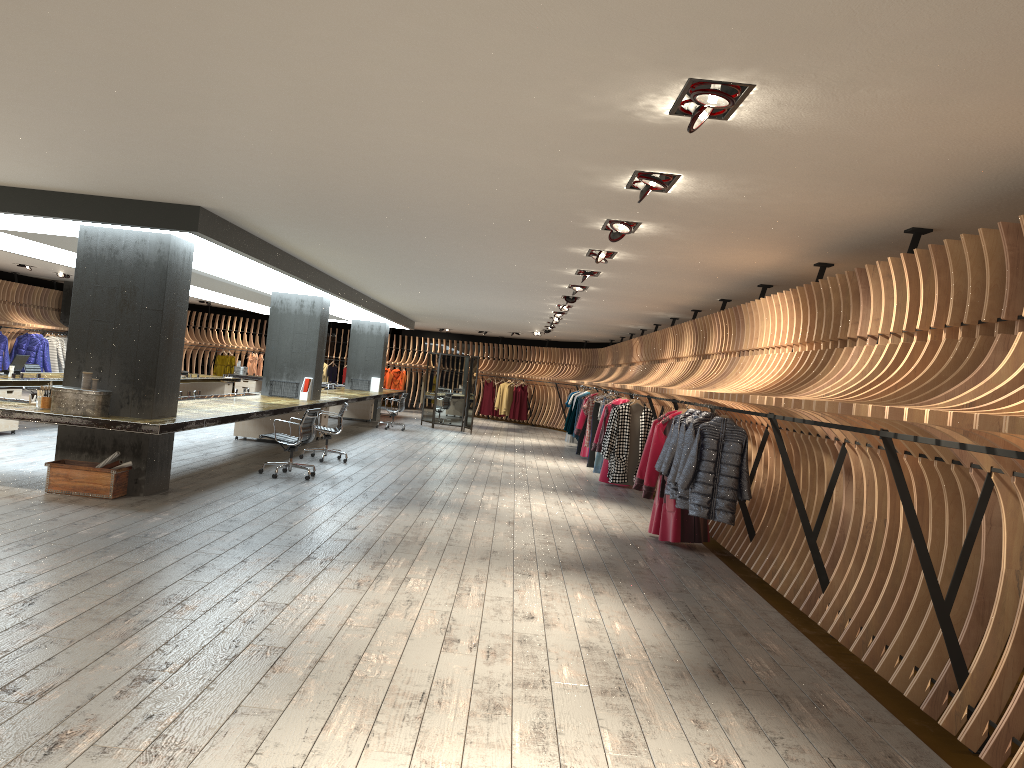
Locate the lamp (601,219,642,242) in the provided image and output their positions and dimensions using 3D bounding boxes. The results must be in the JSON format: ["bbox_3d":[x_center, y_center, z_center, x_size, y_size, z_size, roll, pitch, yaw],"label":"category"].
[{"bbox_3d":[0.862,-1.276,6.984,0.269,0.302,0.492,6,0,0],"label":"lamp"}]

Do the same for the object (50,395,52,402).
[{"bbox_3d":[-4.443,0.175,8.617,0.108,0.128,0.108,6,0,15],"label":"object"}]

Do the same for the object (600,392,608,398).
[{"bbox_3d":[1.739,0.232,16.887,0.524,0.286,0.015,6,0,-15],"label":"object"}]

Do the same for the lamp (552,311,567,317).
[{"bbox_3d":[0.900,-1.366,16.553,0.269,0.296,0.492,6,0,0],"label":"lamp"}]

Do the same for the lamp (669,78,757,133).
[{"bbox_3d":[0.850,-1.250,3.794,0.269,0.295,0.492,6,0,0],"label":"lamp"}]

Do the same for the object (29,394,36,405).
[{"bbox_3d":[-4.544,0.018,8.815,0.431,0.429,0.195,6,0,-4],"label":"object"}]

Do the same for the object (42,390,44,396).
[{"bbox_3d":[-4.543,0.127,8.565,0.030,0.170,0.007,6,0,-6],"label":"object"}]

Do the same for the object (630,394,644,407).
[{"bbox_3d":[1.741,0.272,12.331,0.525,0.270,0.012,6,0,-10],"label":"object"}]

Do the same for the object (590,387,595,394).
[{"bbox_3d":[1.759,0.204,19.260,0.525,0.270,0.012,6,0,10],"label":"object"}]

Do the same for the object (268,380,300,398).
[{"bbox_3d":[-3.872,0.096,15.068,0.459,0.289,0.329,6,0,-2],"label":"object"}]

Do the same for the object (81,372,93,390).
[{"bbox_3d":[-3.983,-0.010,8.389,0.088,0.204,0.262,6,0,-1],"label":"object"}]

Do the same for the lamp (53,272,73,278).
[{"bbox_3d":[-10.261,-2.559,20.291,0.269,0.286,0.492,6,0,0],"label":"lamp"}]

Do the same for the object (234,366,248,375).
[{"bbox_3d":[-7.686,-0.371,25.122,0.303,0.239,0.498,6,0,1],"label":"object"}]

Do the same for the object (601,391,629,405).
[{"bbox_3d":[1.770,0.243,14.848,0.547,0.262,0.023,6,0,2],"label":"object"}]

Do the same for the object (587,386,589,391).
[{"bbox_3d":[1.769,0.191,20.467,0.525,0.270,0.012,6,0,5],"label":"object"}]

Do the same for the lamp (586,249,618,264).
[{"bbox_3d":[0.869,-1.294,8.578,0.269,0.294,0.492,6,0,0],"label":"lamp"}]

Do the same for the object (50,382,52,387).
[{"bbox_3d":[-4.462,0.102,8.603,0.012,0.264,0.062,5,-1,42],"label":"object"}]

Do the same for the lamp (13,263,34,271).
[{"bbox_3d":[-10.268,-2.541,18.696,0.269,0.294,0.492,6,0,0],"label":"lamp"}]

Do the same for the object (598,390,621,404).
[{"bbox_3d":[1.743,0.229,15.040,0.549,0.243,0.023,6,0,2],"label":"object"}]

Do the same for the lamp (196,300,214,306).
[{"bbox_3d":[-9.145,-2.499,26.438,0.269,0.293,0.492,6,0,33],"label":"lamp"}]

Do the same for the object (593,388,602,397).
[{"bbox_3d":[1.771,0.220,17.748,0.525,0.270,0.012,6,0,10],"label":"object"}]

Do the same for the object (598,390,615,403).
[{"bbox_3d":[1.760,0.237,15.363,0.548,0.256,0.023,6,0,26],"label":"object"}]

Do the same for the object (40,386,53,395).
[{"bbox_3d":[-4.485,0.127,8.564,0.138,0.209,0.034,6,0,-20],"label":"object"}]

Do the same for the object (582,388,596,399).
[{"bbox_3d":[1.753,0.210,18.781,0.525,0.270,0.012,6,0,5],"label":"object"}]

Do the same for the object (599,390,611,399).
[{"bbox_3d":[1.744,0.222,15.749,0.549,0.243,0.023,6,0,-38],"label":"object"}]

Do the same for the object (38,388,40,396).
[{"bbox_3d":[-4.569,0.124,8.556,0.007,0.170,0.030,6,0,-16],"label":"object"}]

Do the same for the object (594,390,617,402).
[{"bbox_3d":[1.745,0.225,15.857,0.549,0.250,0.023,6,0,2],"label":"object"}]

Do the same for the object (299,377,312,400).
[{"bbox_3d":[-3.513,0.081,15.123,0.129,0.383,0.239,6,0,0],"label":"object"}]

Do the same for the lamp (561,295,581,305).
[{"bbox_3d":[0.887,-1.339,13.363,0.269,0.291,0.492,6,0,0],"label":"lamp"}]

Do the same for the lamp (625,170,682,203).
[{"bbox_3d":[0.856,-1.263,5.389,0.269,0.298,0.492,6,0,0],"label":"lamp"}]

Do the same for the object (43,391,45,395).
[{"bbox_3d":[-4.540,0.127,8.574,0.030,0.170,0.007,6,-1,-33],"label":"object"}]

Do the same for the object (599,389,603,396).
[{"bbox_3d":[1.747,0.223,17.100,0.525,0.270,0.012,6,0,0],"label":"object"}]

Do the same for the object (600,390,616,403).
[{"bbox_3d":[1.741,0.227,15.484,0.549,0.243,0.023,6,0,-28],"label":"object"}]

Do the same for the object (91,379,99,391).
[{"bbox_3d":[-3.898,0.006,8.285,0.062,0.109,0.062,6,0,-29],"label":"object"}]

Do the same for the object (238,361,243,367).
[{"bbox_3d":[-7.630,-0.545,25.069,0.262,0.204,0.088,6,0,-1],"label":"object"}]

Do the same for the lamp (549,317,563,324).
[{"bbox_3d":[0.905,-1.378,18.147,0.269,0.301,0.492,6,0,0],"label":"lamp"}]

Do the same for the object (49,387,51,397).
[{"bbox_3d":[-4.428,0.126,8.492,0.008,0.207,0.054,6,0,-35],"label":"object"}]

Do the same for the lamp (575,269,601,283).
[{"bbox_3d":[0.875,-1.308,10.173,0.269,0.295,0.492,6,0,0],"label":"lamp"}]

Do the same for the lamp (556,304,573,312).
[{"bbox_3d":[0.894,-1.357,14.958,0.269,0.284,0.492,6,0,0],"label":"lamp"}]

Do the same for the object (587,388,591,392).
[{"bbox_3d":[1.769,0.193,20.233,0.525,0.270,0.012,6,0,0],"label":"object"}]

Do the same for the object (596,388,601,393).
[{"bbox_3d":[1.750,0.216,17.994,0.525,0.270,0.012,6,0,0],"label":"object"}]

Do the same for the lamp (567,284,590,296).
[{"bbox_3d":[0.881,-1.323,11.768,0.269,0.294,0.492,6,0,0],"label":"lamp"}]

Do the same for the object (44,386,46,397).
[{"bbox_3d":[-4.461,0.123,8.484,0.054,0.207,0.008,6,0,-17],"label":"object"}]

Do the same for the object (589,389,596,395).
[{"bbox_3d":[1.764,0.210,18.962,0.525,0.270,0.012,6,0,25],"label":"object"}]

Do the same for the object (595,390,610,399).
[{"bbox_3d":[1.745,0.220,15.953,0.549,0.243,0.023,6,0,37],"label":"object"}]

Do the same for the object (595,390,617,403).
[{"bbox_3d":[1.748,0.225,15.591,0.549,0.243,0.023,6,0,7],"label":"object"}]

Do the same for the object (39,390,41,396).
[{"bbox_3d":[-4.559,0.126,8.554,0.007,0.170,0.030,6,-1,-43],"label":"object"}]

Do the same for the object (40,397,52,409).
[{"bbox_3d":[-4.462,0.177,8.497,0.084,0.111,0.083,6,0,-12],"label":"object"}]

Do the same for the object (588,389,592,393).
[{"bbox_3d":[1.759,0.200,19.695,0.525,0.270,0.012,6,0,0],"label":"object"}]

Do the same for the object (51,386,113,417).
[{"bbox_3d":[-4.056,0.163,8.350,0.498,0.239,0.303,6,0,1],"label":"object"}]

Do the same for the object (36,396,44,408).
[{"bbox_3d":[-4.564,0.170,8.576,0.061,0.111,0.061,6,0,-11],"label":"object"}]
